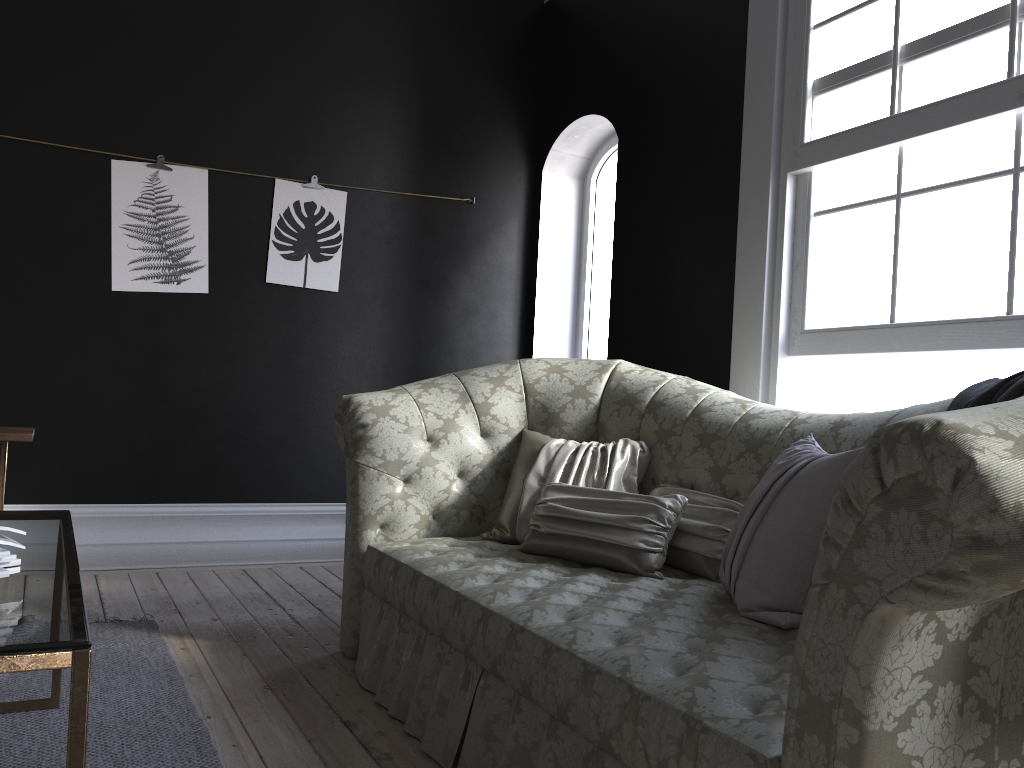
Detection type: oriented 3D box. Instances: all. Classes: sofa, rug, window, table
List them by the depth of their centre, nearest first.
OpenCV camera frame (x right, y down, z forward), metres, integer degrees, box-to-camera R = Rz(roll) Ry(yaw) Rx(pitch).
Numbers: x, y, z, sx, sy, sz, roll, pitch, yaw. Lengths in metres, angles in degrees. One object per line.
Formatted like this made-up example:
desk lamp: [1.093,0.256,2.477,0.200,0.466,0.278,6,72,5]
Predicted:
rug: [-1.550,0.866,1.524,2.107,0.050,3.644,4,-2,-27]
table: [-1.424,0.608,1.636,1.093,0.558,1.448,4,-1,-28]
sofa: [0.584,0.466,2.547,1.607,1.160,2.812,3,-1,-27]
window: [1.457,-1.019,2.914,0.056,1.671,1.262,3,-1,-28]
window: [0.665,-0.758,5.289,0.112,1.456,0.740,3,0,-28]

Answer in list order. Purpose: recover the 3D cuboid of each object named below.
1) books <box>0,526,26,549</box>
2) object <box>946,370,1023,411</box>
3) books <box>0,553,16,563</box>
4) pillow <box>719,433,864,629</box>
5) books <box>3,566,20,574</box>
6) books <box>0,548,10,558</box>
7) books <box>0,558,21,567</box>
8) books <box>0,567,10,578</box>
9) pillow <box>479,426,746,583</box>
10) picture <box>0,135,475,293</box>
books: [-1.079,0.258,1.540,0.322,0.109,0.273,3,-1,7]
object: [1.134,0.187,1.743,0.517,0.585,1.368,3,-1,22]
books: [-1.039,0.282,1.481,0.318,0.011,0.253,2,-2,34]
pillow: [0.787,0.355,2.067,0.405,0.461,0.964,3,-1,-20]
books: [-1.062,0.314,1.521,0.318,0.011,0.253,2,-2,29]
books: [-1.036,0.272,1.473,0.318,0.011,0.253,2,-2,39]
books: [-1.042,0.293,1.500,0.318,0.011,0.253,2,-2,34]
books: [-1.033,0.304,1.487,0.318,0.011,0.253,2,-2,44]
pillow: [0.303,0.372,2.943,0.529,0.416,1.105,3,-1,-28]
picture: [-2.222,-0.870,4.330,4.459,0.771,0.058,4,-1,-28]
